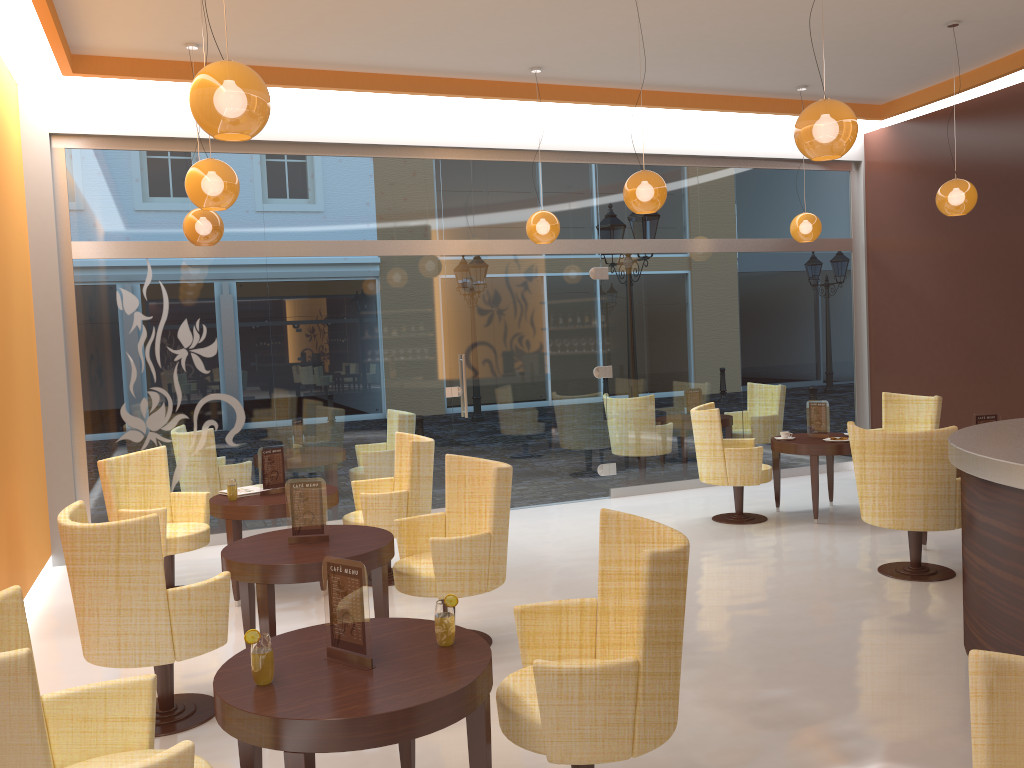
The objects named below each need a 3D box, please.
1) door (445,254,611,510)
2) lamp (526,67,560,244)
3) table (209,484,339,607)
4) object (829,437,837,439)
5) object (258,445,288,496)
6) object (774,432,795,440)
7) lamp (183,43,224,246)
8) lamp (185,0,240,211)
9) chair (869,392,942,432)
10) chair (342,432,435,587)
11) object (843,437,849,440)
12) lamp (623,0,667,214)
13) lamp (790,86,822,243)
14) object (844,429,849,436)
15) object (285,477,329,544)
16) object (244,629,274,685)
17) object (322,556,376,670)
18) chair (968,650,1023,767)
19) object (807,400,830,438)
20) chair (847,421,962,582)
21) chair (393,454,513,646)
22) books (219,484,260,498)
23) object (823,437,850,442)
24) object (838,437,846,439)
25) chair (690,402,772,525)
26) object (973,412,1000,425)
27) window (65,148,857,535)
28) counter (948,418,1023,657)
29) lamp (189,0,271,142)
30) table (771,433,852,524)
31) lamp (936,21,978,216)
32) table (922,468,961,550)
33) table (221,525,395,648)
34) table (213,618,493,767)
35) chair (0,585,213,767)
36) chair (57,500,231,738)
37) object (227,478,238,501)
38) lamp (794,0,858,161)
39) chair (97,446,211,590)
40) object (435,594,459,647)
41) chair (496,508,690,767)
[{"bbox_3d":[0.185,-0.023,8.756,1.640,2.499,0.020,-4,3,-21],"label":"door"},{"bbox_3d":[0.242,-1.975,7.697,0.299,1.500,0.299,0,4,44],"label":"lamp"},{"bbox_3d":[-1.640,1.105,6.209,0.872,0.679,0.874,-1,3,26],"label":"table"},{"bbox_3d":[2.766,0.465,7.634,0.052,0.016,0.055,-4,3,-21],"label":"object"},{"bbox_3d":[-1.664,0.600,6.183,0.209,0.335,0.042,-5,4,-38],"label":"object"},{"bbox_3d":[2.416,0.460,7.857,0.153,0.069,0.153,-4,3,-20],"label":"object"},{"bbox_3d":[-2.374,-1.805,6.713,0.299,1.500,0.299,-4,3,-21],"label":"lamp"},{"bbox_3d":[-1.737,-1.747,5.030,0.299,1.500,0.299,-4,3,-21],"label":"lamp"},{"bbox_3d":[3.518,0.604,8.062,0.685,1.017,0.729,-4,3,-17],"label":"chair"},{"bbox_3d":[-0.880,0.891,6.408,0.685,1.017,0.729,-4,3,-17],"label":"chair"},{"bbox_3d":[2.852,0.470,7.595,0.052,0.018,0.055,-2,3,4],"label":"object"},{"bbox_3d":[0.879,-1.918,6.014,0.299,1.500,0.299,-3,3,-10],"label":"lamp"},{"bbox_3d":[2.858,-2.146,8.680,0.299,1.500,0.299,0,4,37],"label":"lamp"},{"bbox_3d":[3.051,0.428,7.915,0.153,0.069,0.153,-3,3,2],"label":"object"},{"bbox_3d":[-1.062,0.654,4.592,0.209,0.335,0.042,-3,3,-3],"label":"object"},{"bbox_3d":[-0.756,0.822,2.679,0.067,0.171,0.072,-1,3,27],"label":"object"},{"bbox_3d":[-0.162,0.750,1.944,0.187,0.335,2.090,-4,3,-24],"label":"object"},{"bbox_3d":[0.995,1.061,1.451,0.685,1.017,0.729,-4,3,-24],"label":"chair"},{"bbox_3d":[2.719,0.311,7.878,0.209,0.335,0.042,0,4,44],"label":"object"},{"bbox_3d":[2.645,0.756,5.890,0.685,1.017,0.729,-5,4,-42],"label":"chair"},{"bbox_3d":[-0.329,0.941,4.950,0.685,1.017,0.729,-4,3,-24],"label":"chair"},{"bbox_3d":[-1.859,0.757,6.299,0.273,0.028,0.339,0,4,44],"label":"books"},{"bbox_3d":[2.805,0.480,7.609,0.234,0.020,0.234,0,4,41],"label":"object"},{"bbox_3d":[2.846,0.466,7.641,0.051,0.018,0.054,-4,3,-22],"label":"object"},{"bbox_3d":[1.939,0.688,7.822,0.685,1.017,0.729,-2,3,11],"label":"chair"},{"bbox_3d":[3.347,0.367,6.251,0.209,0.335,0.042,-3,3,-7],"label":"object"},{"bbox_3d":[0.162,-0.521,8.731,8.200,3.380,0.040,-4,3,-21],"label":"window"},{"bbox_3d":[2.866,0.801,4.011,1.586,1.100,2.917,-1,3,24],"label":"counter"},{"bbox_3d":[-1.101,-1.689,3.348,0.299,1.500,0.299,-2,3,5],"label":"lamp"},{"bbox_3d":[2.758,0.818,7.863,0.872,0.679,0.874,-1,3,26],"label":"table"},{"bbox_3d":[3.495,-2.088,6.998,0.299,1.500,0.299,-5,4,-43],"label":"lamp"},{"bbox_3d":[3.362,0.872,6.291,0.872,0.679,0.874,-1,3,26],"label":"table"},{"bbox_3d":[-1.035,1.160,4.609,0.872,0.679,0.874,-2,3,16],"label":"table"},{"bbox_3d":[-0.485,1.226,2.860,0.872,0.679,0.874,-2,3,11],"label":"table"},{"bbox_3d":[-1.180,1.109,2.453,0.685,1.017,0.729,-5,4,-32],"label":"chair"},{"bbox_3d":[-1.673,1.047,4.090,0.729,1.017,0.685,0,4,37],"label":"chair"},{"bbox_3d":[-1.892,0.714,5.997,0.067,0.148,0.067,-2,3,4],"label":"object"},{"bbox_3d":[1.515,-1.860,4.331,0.299,1.500,0.299,-5,4,-43],"label":"lamp"},{"bbox_3d":[-2.460,0.975,6.169,0.685,1.017,0.729,-2,3,11],"label":"chair"},{"bbox_3d":[-0.222,0.783,2.949,0.072,0.171,0.067,-5,4,-38],"label":"object"},{"bbox_3d":[0.282,1.009,3.093,0.685,1.017,0.729,-3,3,-4],"label":"chair"}]
